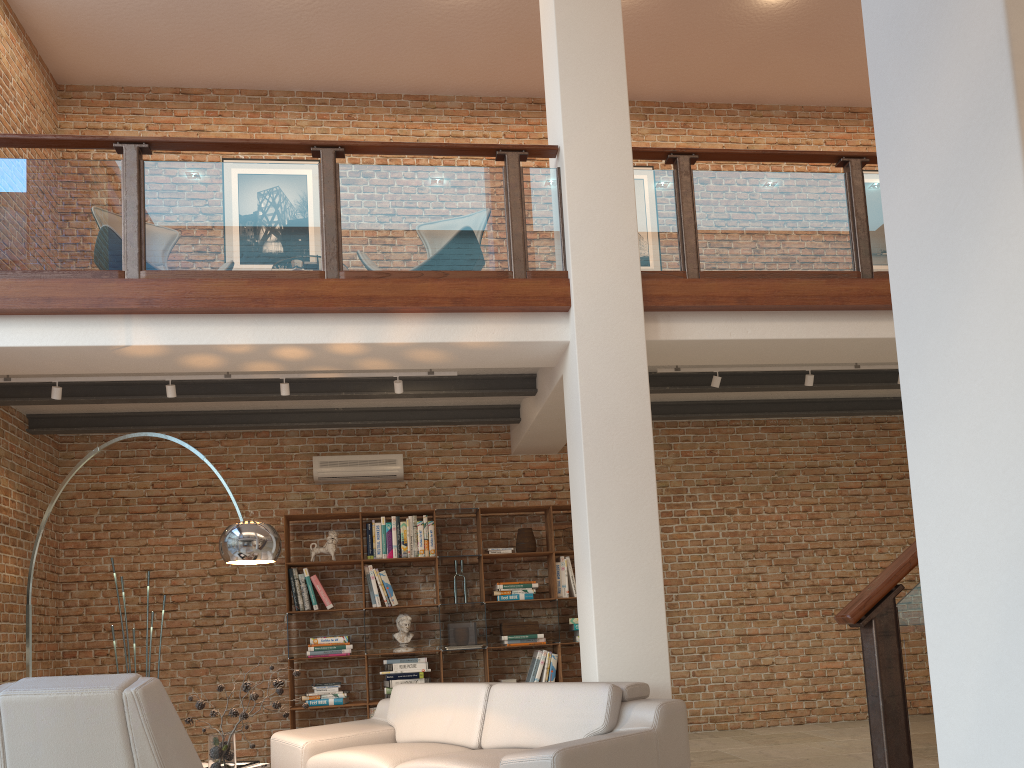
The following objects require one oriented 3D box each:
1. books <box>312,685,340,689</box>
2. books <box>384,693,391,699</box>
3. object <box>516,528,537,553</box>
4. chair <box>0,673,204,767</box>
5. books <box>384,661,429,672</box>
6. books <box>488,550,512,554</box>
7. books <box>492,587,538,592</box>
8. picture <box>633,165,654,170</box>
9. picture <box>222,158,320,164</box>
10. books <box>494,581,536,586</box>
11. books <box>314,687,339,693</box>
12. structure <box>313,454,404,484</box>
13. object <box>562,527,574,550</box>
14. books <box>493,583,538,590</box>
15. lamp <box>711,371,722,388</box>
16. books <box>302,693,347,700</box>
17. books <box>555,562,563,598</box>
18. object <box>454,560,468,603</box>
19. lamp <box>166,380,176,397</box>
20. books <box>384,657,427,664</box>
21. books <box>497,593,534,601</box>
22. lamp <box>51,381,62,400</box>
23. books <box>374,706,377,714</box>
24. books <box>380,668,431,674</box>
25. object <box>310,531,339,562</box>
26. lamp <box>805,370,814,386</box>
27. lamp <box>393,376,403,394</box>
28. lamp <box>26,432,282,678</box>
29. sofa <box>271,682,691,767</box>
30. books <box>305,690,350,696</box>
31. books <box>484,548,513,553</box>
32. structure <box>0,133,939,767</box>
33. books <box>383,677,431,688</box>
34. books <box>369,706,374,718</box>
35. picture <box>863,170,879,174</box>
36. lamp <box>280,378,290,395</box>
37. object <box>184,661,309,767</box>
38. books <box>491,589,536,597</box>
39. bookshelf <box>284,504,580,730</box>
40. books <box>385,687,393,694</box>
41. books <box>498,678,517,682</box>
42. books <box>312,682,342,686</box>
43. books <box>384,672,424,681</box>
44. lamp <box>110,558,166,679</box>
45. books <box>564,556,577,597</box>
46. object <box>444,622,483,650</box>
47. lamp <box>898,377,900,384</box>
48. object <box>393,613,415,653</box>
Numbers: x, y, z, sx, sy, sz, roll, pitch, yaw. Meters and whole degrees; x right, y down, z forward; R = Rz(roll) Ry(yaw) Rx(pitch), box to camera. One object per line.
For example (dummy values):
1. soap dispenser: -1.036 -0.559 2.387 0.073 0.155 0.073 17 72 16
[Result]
1. books: -1.643 2.678 7.711 0.236 0.018 0.177 1 -16 -15
2. books: -0.940 2.774 7.756 0.379 0.062 0.253 1 -16 -13
3. object: 0.126 1.442 8.000 0.196 0.226 0.196 -11 -13 39
4. chair: -1.034 1.349 2.589 1.029 0.985 1.000 -5 -11 8
5. books: -0.949 2.527 7.805 0.379 0.062 0.253 1 -16 -13
6. books: -0.114 1.542 7.959 0.206 0.033 0.137 -1 -16 -8
7. books: 0.025 1.889 7.992 0.379 0.018 0.253 1 -16 -15
8. picture: 1.015 -1.623 8.730 0.913 1.162 0.028 -2 -6 -8
9. picture: -2.266 -1.568 8.278 0.913 1.162 0.028 -2 -6 -8
10. books: 0.020 1.838 8.009 0.355 0.020 0.282 -1 -16 -9
11. books: -1.635 2.702 7.703 0.206 0.033 0.137 -1 -16 -8
12. structure: -1.413 0.782 8.047 0.812 0.213 0.206 -1 -11 -8
13. object: 0.688 1.450 8.120 0.445 0.212 0.444 -12 -17 32
14. books: 0.026 1.860 7.987 0.379 0.035 0.253 1 -16 -14
15. lamp: 1.490 -0.025 6.365 0.060 0.125 0.088 3 -11 -38
16. books: -1.644 2.750 7.682 0.379 0.035 0.253 -1 -16 -8
17. books: 0.409 1.821 8.054 0.055 0.320 0.262 -2 -10 -8
18. object: -0.472 1.790 7.887 0.121 0.387 0.063 -3 -6 -5
19. lamp: -2.287 0.035 5.847 0.061 0.117 0.088 -2 -9 -6
20. books: -0.956 2.477 7.805 0.379 0.035 0.253 -1 -16 -8
21. books: 0.034 1.960 7.988 0.326 0.054 0.263 -4 -16 2
22. lamp: -3.001 0.050 5.746 0.060 0.125 0.088 3 -11 -38
23. books: -1.197 3.047 7.717 0.036 0.372 0.251 -2 -9 -8
24. books: -0.953 2.564 7.782 0.444 0.020 0.282 -1 -16 -8
25. object: -1.671 1.443 7.763 0.252 0.275 0.134 -3 -8 0
26. lamp: 2.204 -0.036 6.466 0.061 0.125 0.088 -2 -9 -6
27. lamp: -0.789 0.010 6.064 0.061 0.112 0.097 -3 -10 -2
28. lamp: -2.112 1.423 4.990 2.055 2.283 0.323 -9 -8 28
29. sofa: -0.264 2.107 4.973 2.378 0.733 1.159 -17 -19 41
30. books: -1.629 2.720 7.677 0.379 0.018 0.253 1 -16 -15
31. books: -0.122 1.519 7.968 0.236 0.018 0.177 1 -16 -15
32. structure: 1.719 -0.678 1.570 10.146 4.008 14.346 -1 -15 -8
33. books: -0.937 2.659 7.773 0.380 0.062 0.252 3 -16 -21
34. books: -1.231 3.043 7.696 0.036 0.372 0.251 -2 -9 -8
35. picture: 4.018 -1.673 9.144 0.913 1.162 0.028 -2 -6 -8
36. lamp: -1.550 0.026 5.948 0.061 0.125 0.088 -2 -9 -6
37. object: -1.193 1.573 4.012 0.545 0.589 0.324 5 -11 -37
38. books: 0.010 1.918 7.998 0.379 0.035 0.253 -1 -16 -8
39. bookshelf: -0.453 2.230 7.880 3.031 2.139 0.374 -1 -6 -8
40. books: -0.947 2.722 7.781 0.362 0.054 0.292 -2 -16 -6
41. books: -0.045 2.698 7.917 0.132 0.033 0.213 0 -16 -13
42. books: -1.633 2.647 7.695 0.252 0.016 0.168 -1 -16 -8
43. books: -0.965 2.597 7.764 0.326 0.054 0.264 0 -16 -13
44. lamp: -2.944 2.269 6.862 0.419 1.768 0.203 2 -8 -38
45. books: 0.535 1.798 8.096 0.101 0.372 0.251 -2 -9 -8
46. object: -0.448 2.271 7.859 0.335 0.226 0.293 -1 -12 -8
47. lamp: 2.941 -0.049 6.567 0.061 0.125 0.088 -2 -9 -6
48. object: -0.974 2.233 7.819 0.196 0.340 0.199 -4 -8 7
